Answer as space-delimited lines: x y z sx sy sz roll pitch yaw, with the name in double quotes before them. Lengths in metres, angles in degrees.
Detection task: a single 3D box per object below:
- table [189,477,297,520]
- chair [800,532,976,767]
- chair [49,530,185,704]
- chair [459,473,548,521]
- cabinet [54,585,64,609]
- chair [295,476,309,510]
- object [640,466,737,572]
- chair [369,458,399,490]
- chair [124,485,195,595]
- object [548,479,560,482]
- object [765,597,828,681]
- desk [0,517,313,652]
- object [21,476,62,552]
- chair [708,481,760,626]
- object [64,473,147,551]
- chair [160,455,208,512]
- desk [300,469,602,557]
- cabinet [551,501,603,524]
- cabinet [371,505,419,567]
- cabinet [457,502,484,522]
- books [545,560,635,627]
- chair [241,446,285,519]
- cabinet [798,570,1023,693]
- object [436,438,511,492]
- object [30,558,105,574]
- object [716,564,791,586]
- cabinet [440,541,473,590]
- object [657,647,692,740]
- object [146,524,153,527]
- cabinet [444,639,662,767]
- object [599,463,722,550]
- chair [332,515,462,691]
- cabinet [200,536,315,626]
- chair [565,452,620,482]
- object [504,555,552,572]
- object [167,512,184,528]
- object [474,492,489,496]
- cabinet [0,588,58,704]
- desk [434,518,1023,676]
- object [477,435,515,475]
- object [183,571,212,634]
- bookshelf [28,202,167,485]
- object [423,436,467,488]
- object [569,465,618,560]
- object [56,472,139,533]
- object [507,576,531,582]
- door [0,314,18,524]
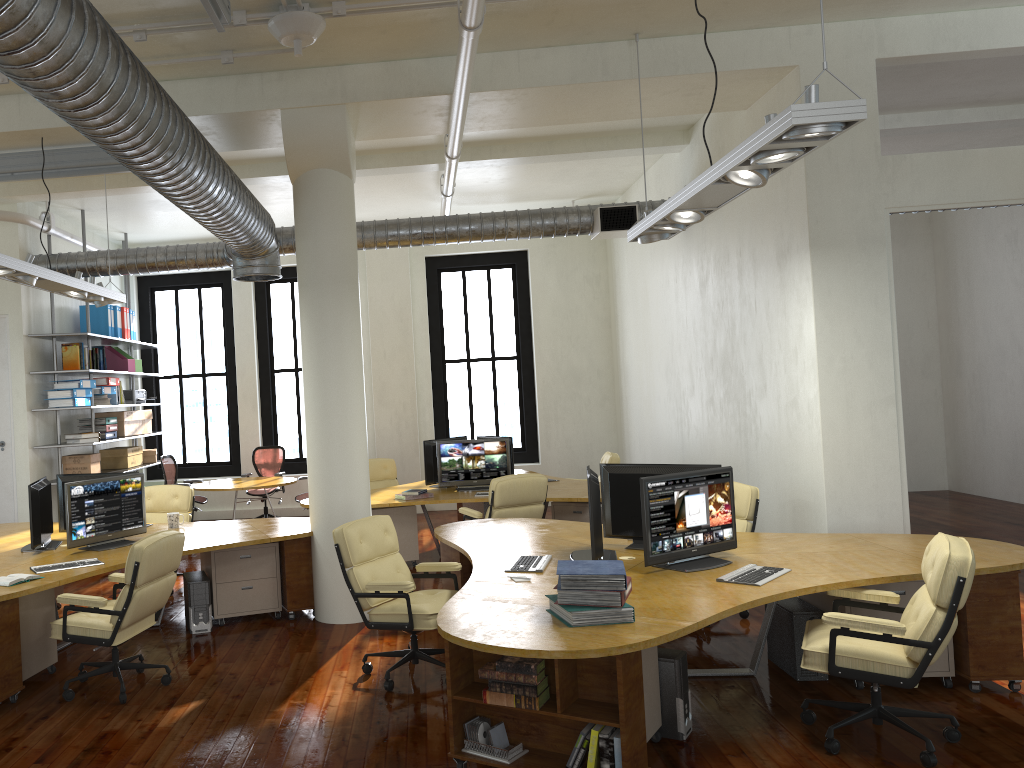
"table" -3.637 1.708 12.042 1.608 0.745 1.359 -3 0 26
"chair" 1.835 1.258 4.406 0.845 1.021 0.659 -3 -1 25
"chair" -2.595 1.496 5.856 0.815 1.021 0.687 -3 -1 10
"chair" -0.088 1.372 8.665 0.659 1.021 0.845 -3 -1 -31
"cabinet" -4.746 1.774 8.333 0.978 0.709 0.800 -3 -1 37
"chair" -5.545 1.598 10.271 7.277 1.158 1.025 -3 -1 -29
"object" 1.062 0.796 5.254 0.737 0.552 0.317 -3 -1 -33
"chair" -1.613 1.460 11.105 0.667 1.021 0.837 -3 -1 -26
"chair" -3.605 1.558 8.929 0.747 1.021 0.749 -3 -1 9
"object" 0.339 1.118 10.401 0.215 0.016 0.505 -3 0 -23
"object" 1.763 1.571 5.541 0.181 0.411 0.478 -3 0 -5
"desk" -3.855 1.706 7.607 3.854 0.734 3.509 -3 0 38
"object" -3.878 1.062 7.269 0.277 0.552 0.846 -3 0 -19
"chair" 1.448 1.286 6.927 0.718 1.021 0.776 -3 -1 -30
"object" -3.250 1.028 7.134 0.317 0.552 0.737 -3 -1 28
"chair" -4.471 1.547 12.239 0.779 1.158 0.709 -3 -1 4
"desk" -0.296 1.527 10.400 4.007 0.734 3.405 -3 0 6
"cabinet" 0.971 1.475 9.070 0.976 0.709 0.801 -3 0 35
"cabinet" -1.556 1.609 9.561 0.828 0.709 0.948 -3 0 -25
"cabinet" -0.286 1.548 11.422 0.910 0.709 0.867 -3 0 5
"books" 0.361 0.994 4.243 0.434 0.227 0.439 -3 0 11
"chair" -3.584 1.503 12.978 0.754 1.158 0.732 -3 -1 9
"cabinet" 2.342 1.391 5.387 0.899 0.709 0.878 -3 0 0
"object" -0.417 0.887 9.760 0.806 0.552 0.291 -3 -1 -1
"object" -3.159 1.290 6.300 0.434 0.016 0.250 -3 0 -34
"object" 1.336 1.049 4.886 0.252 0.016 0.429 -3 0 39
"cabinet" 0.055 1.516 6.861 0.814 0.709 0.963 -3 0 -30
"object" 0.683 1.626 4.734 0.524 0.411 0.164 -3 -1 31
"object" -3.595 1.319 8.225 0.490 0.016 0.222 -3 0 8
"cabinet" 0.268 1.498 4.395 0.966 0.709 0.810 -3 0 30
"object" 0.980 0.802 5.844 0.887 0.552 0.264 -3 -1 36
"chair" -0.693 1.395 5.808 0.852 1.021 0.653 -3 -1 30
"cabinet" -2.222 1.639 7.732 0.834 0.709 0.943 -3 0 -23
"chair" 0.881 1.326 10.515 0.802 1.021 0.699 -3 -1 5
"object" 0.105 1.116 5.528 0.242 0.016 0.450 -3 0 12
"object" -3.052 1.234 8.030 0.120 0.131 0.128 -4 -1 40
"object" -0.141 1.139 9.200 0.498 0.016 0.218 -3 0 13
"cabinet" -3.588 1.706 5.947 0.917 0.709 0.859 -3 0 8
"desk" 0.657 1.463 5.902 3.582 0.734 3.788 -3 0 -30
"object" -0.190 0.876 10.253 0.270 0.552 0.868 -3 0 -28
"object" -2.617 1.808 7.377 0.169 0.411 0.509 -3 0 -24
"bookshelf" -5.608 0.047 12.349 0.656 4.603 3.597 -3 -1 -6
"object" -0.765 0.907 10.331 0.321 0.552 0.729 -4 -1 39
"object" 0.499 0.826 5.631 0.301 0.552 0.778 -3 0 6
"object" -3.576 1.047 7.683 0.846 0.552 0.277 -3 -1 14
"object" 0.040 1.119 5.114 0.107 0.015 0.139 -3 0 -13
"door" -6.538 0.713 10.609 1.258 3.030 0.094 -3 -1 5
